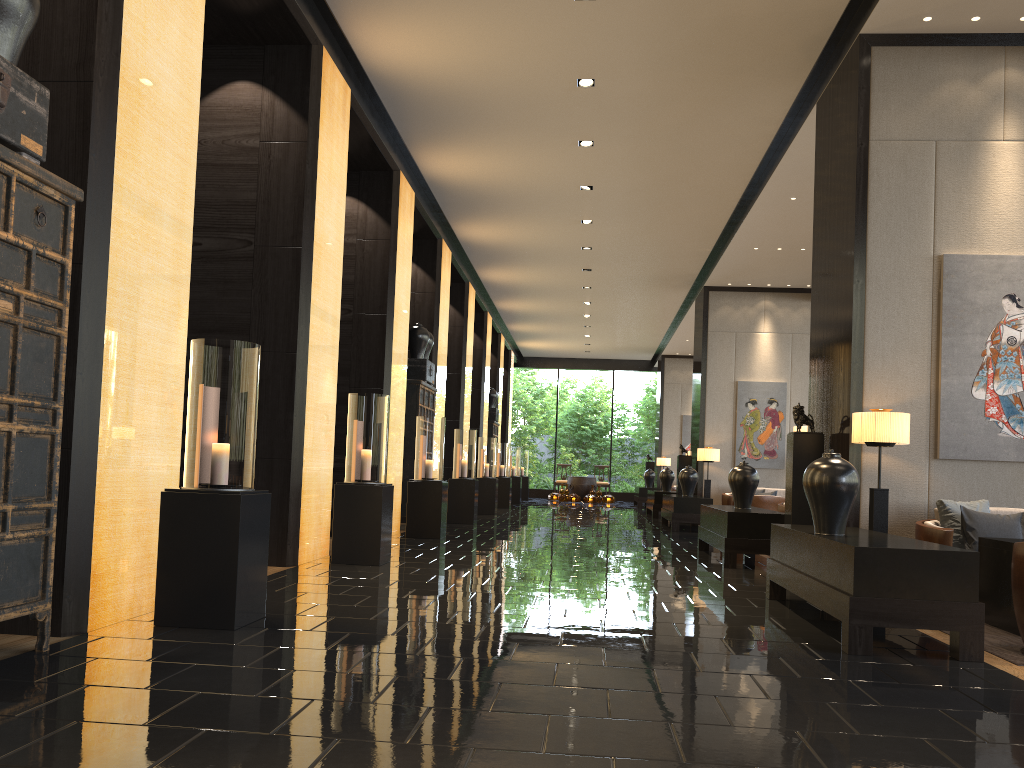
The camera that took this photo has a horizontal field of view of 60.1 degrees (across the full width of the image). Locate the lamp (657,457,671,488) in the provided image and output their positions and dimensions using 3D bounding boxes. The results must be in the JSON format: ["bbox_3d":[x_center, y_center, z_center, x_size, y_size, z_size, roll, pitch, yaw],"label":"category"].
[{"bbox_3d":[4.101,2.654,24.031,0.375,1.347,0.376,1,-3,35],"label":"lamp"}]

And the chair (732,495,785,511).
[{"bbox_3d":[3.699,1.952,13.171,0.803,0.602,0.608,2,-4,5],"label":"chair"}]

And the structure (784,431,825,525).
[{"bbox_3d":[2.339,0.997,7.105,0.240,1.215,0.241,2,-2,5],"label":"structure"}]

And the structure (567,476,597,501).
[{"bbox_3d":[2.035,3.064,25.854,0.873,0.708,0.877,3,-4,-7],"label":"structure"}]

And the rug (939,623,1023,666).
[{"bbox_3d":[3.436,1.458,5.171,1.957,0.008,2.250,2,-6,5],"label":"rug"}]

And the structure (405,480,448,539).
[{"bbox_3d":[-0.984,1.448,10.279,0.402,0.656,0.403,2,-3,5],"label":"structure"}]

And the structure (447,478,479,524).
[{"bbox_3d":[-0.732,1.743,13.203,0.402,0.656,0.403,2,-3,5],"label":"structure"}]

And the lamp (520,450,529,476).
[{"bbox_3d":[0.301,2.228,24.928,0.337,0.727,0.337,3,-3,-8],"label":"lamp"}]

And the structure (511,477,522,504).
[{"bbox_3d":[0.022,2.630,21.973,0.402,0.656,0.403,2,-3,5],"label":"structure"}]

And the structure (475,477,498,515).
[{"bbox_3d":[-0.481,2.039,16.126,0.402,0.656,0.403,2,-3,5],"label":"structure"}]

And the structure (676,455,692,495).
[{"bbox_3d":[3.106,1.899,16.024,0.240,1.215,0.241,2,-2,5],"label":"structure"}]

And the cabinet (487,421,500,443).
[{"bbox_3d":[-0.653,1.845,20.641,0.547,1.918,1.191,2,-3,5],"label":"cabinet"}]

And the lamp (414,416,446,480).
[{"bbox_3d":[-0.957,0.750,10.311,0.336,0.727,0.338,2,-3,10],"label":"lamp"}]

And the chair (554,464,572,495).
[{"bbox_3d":[1.548,2.937,26.589,0.520,1.073,0.538,2,-3,5],"label":"chair"}]

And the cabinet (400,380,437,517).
[{"bbox_3d":[-1.409,0.957,11.862,0.547,1.918,1.191,2,-3,5],"label":"cabinet"}]

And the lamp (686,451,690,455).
[{"bbox_3d":[3.485,1.931,16.878,0.375,1.347,0.376,1,-3,24],"label":"lamp"}]

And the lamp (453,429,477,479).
[{"bbox_3d":[-0.705,1.046,13.235,0.336,0.727,0.338,2,-3,7],"label":"lamp"}]

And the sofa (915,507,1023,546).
[{"bbox_3d":[3.480,1.199,6.014,1.448,0.692,0.605,2,-4,5],"label":"sofa"}]

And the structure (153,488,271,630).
[{"bbox_3d":[-1.487,0.856,4.433,0.402,0.656,0.403,2,-3,5],"label":"structure"}]

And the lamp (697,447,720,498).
[{"bbox_3d":[3.330,1.749,15.078,0.375,1.347,0.376,1,-3,24],"label":"lamp"}]

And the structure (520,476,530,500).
[{"bbox_3d":[0.274,2.925,24.896,0.402,0.656,0.403,2,-3,5],"label":"structure"}]

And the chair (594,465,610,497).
[{"bbox_3d":[2.671,2.972,26.490,0.520,1.073,0.538,2,-3,5],"label":"chair"}]

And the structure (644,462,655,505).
[{"bbox_3d":[3.876,2.803,24.967,0.240,1.215,0.241,2,-2,5],"label":"structure"}]

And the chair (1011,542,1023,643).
[{"bbox_3d":[2.939,1.059,4.338,0.803,0.602,0.608,2,-4,5],"label":"chair"}]

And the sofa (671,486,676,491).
[{"bbox_3d":[5.013,3.000,23.833,1.448,0.692,0.605,2,-4,5],"label":"sofa"}]

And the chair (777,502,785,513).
[{"bbox_3d":[3.319,1.603,9.757,0.803,0.602,0.608,2,-4,5],"label":"chair"}]

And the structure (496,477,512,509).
[{"bbox_3d":[-0.229,2.334,19.049,0.402,0.656,0.403,2,-3,5],"label":"structure"}]

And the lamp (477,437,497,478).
[{"bbox_3d":[-0.453,1.341,16.158,0.336,0.727,0.338,2,-3,7],"label":"lamp"}]

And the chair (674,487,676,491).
[{"bbox_3d":[4.472,2.860,22.157,0.803,0.602,0.608,2,-4,5],"label":"chair"}]

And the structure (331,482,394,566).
[{"bbox_3d":[-1.235,1.152,7.356,0.402,0.656,0.403,2,-3,5],"label":"structure"}]

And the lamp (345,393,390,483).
[{"bbox_3d":[-1.208,0.454,7.388,0.337,0.727,0.337,3,-3,-22],"label":"lamp"}]

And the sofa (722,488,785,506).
[{"bbox_3d":[4.240,2.092,14.847,1.448,0.692,0.605,2,-4,5],"label":"sofa"}]

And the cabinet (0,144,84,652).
[{"bbox_3d":[-2.160,0.074,3.128,0.547,1.918,1.191,2,-3,5],"label":"cabinet"}]

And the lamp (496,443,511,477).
[{"bbox_3d":[-0.202,1.637,19.081,0.336,0.727,0.338,2,-3,7],"label":"lamp"}]

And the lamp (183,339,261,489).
[{"bbox_3d":[-1.460,0.159,4.465,0.337,0.727,0.337,3,-3,-22],"label":"lamp"}]

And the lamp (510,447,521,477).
[{"bbox_3d":[0.050,1.932,22.005,0.336,0.727,0.338,2,-3,7],"label":"lamp"}]
